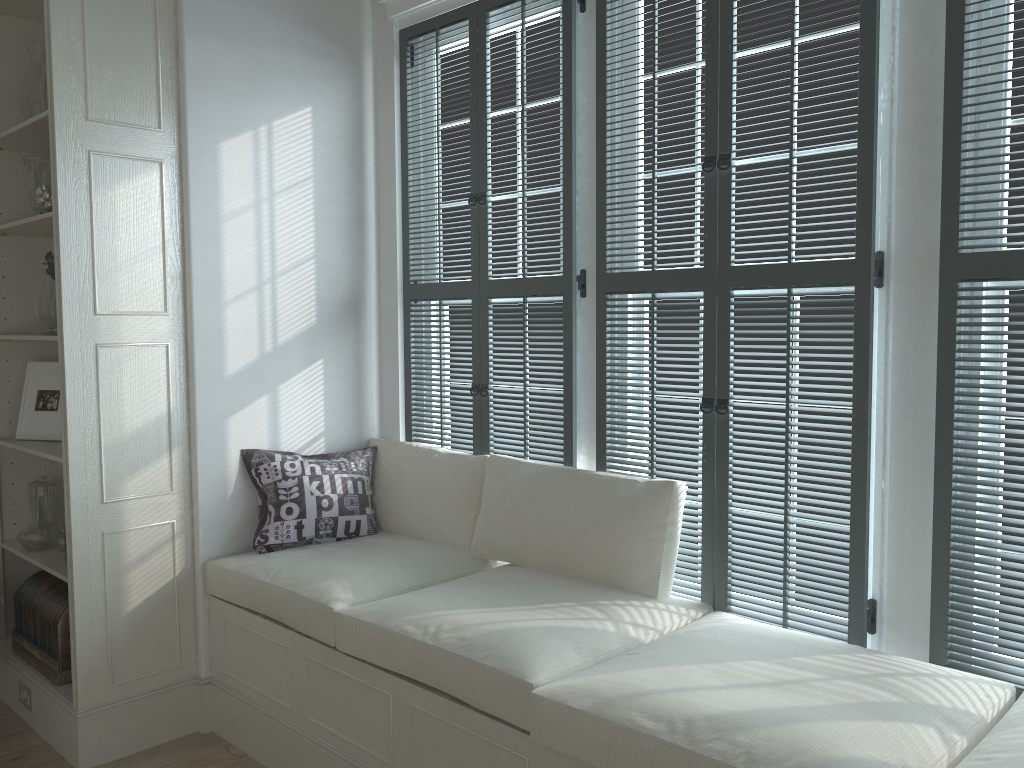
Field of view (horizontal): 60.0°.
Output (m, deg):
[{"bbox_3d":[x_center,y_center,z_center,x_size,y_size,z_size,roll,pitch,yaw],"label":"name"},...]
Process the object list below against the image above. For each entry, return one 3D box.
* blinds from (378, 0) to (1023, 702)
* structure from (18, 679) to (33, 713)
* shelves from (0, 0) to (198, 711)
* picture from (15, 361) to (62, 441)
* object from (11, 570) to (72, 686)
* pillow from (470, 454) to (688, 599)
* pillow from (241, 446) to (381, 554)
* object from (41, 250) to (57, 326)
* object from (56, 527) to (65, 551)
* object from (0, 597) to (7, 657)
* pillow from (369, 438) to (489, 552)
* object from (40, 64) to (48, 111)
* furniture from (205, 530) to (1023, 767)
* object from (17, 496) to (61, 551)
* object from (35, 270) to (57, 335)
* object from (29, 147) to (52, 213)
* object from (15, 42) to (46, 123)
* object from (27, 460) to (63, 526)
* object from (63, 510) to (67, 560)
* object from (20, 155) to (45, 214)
[{"bbox_3d":[0.633,-0.340,2.485,3.076,2.238,0.141,3,5,44],"label":"blinds"},{"bbox_3d":[-1.742,1.117,3.177,0.140,0.084,0.010,3,5,44],"label":"structure"},{"bbox_3d":[-1.598,-0.231,3.229,0.972,2.523,0.399,3,5,44],"label":"shelves"},{"bbox_3d":[-1.794,0.064,3.450,0.231,0.300,0.127,1,4,14],"label":"picture"},{"bbox_3d":[-1.620,0.866,3.278,0.475,0.297,0.290,3,5,44],"label":"object"},{"bbox_3d":[0.183,0.440,2.813,0.787,0.360,0.193,3,6,45],"label":"pillow"},{"bbox_3d":[-0.706,0.424,3.264,0.550,0.398,0.229,-3,5,-33],"label":"pillow"},{"bbox_3d":[-1.697,-0.365,3.375,0.166,0.355,0.206,-1,4,-6],"label":"object"},{"bbox_3d":[-1.697,0.586,3.359,0.056,0.090,0.056,-1,4,-15],"label":"object"},{"bbox_3d":[-2.046,0.920,2.949,0.570,0.643,0.544,2,5,35],"label":"object"},{"bbox_3d":[-0.337,0.412,3.327,0.695,0.360,0.187,3,6,45],"label":"pillow"},{"bbox_3d":[-1.616,-1.096,3.237,0.193,0.362,0.193,2,4,28],"label":"object"},{"bbox_3d":[0.330,0.844,2.272,3.150,0.459,0.837,3,5,44],"label":"furniture"},{"bbox_3d":[-1.807,0.530,3.386,0.148,0.200,0.148,0,4,12],"label":"object"},{"bbox_3d":[-1.808,-0.320,3.475,0.110,0.251,0.110,1,4,16],"label":"object"},{"bbox_3d":[-1.526,-0.708,3.149,0.329,0.249,0.329,1,4,19],"label":"object"},{"bbox_3d":[-1.798,-1.106,3.403,0.193,0.362,0.193,2,4,28],"label":"object"},{"bbox_3d":[-1.855,0.461,3.528,0.129,0.315,0.129,-4,5,-40],"label":"object"},{"bbox_3d":[-1.448,0.552,3.160,0.387,0.180,0.171,3,5,44],"label":"object"},{"bbox_3d":[-1.769,-0.724,3.368,0.168,0.256,0.168,0,4,2],"label":"object"}]
